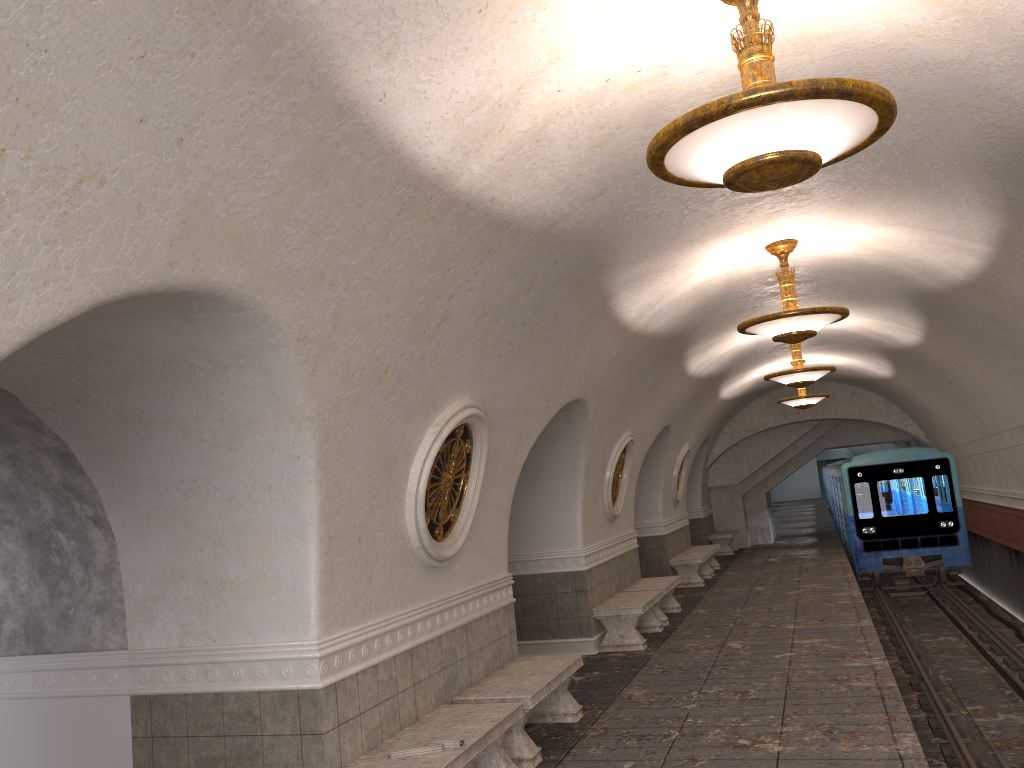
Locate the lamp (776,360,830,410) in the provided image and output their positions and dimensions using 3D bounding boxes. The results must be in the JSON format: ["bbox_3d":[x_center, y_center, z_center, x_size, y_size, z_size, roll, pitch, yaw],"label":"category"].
[{"bbox_3d":[5.675,0.032,17.406,1.008,0.955,1.008,-2,-8,-26],"label":"lamp"}]

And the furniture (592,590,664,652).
[{"bbox_3d":[1.497,2.955,11.121,0.613,0.508,1.509,-8,-8,18],"label":"furniture"}]

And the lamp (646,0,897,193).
[{"bbox_3d":[1.041,-1.278,3.742,1.008,0.955,1.008,-6,-7,2],"label":"lamp"}]

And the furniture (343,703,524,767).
[{"bbox_3d":[-0.429,2.411,5.442,0.613,0.508,1.509,-8,-8,18],"label":"furniture"}]

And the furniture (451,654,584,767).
[{"bbox_3d":[0.109,2.563,7.028,0.613,0.508,1.509,-8,-8,18],"label":"furniture"}]

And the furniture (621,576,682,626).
[{"bbox_3d":[2.035,3.108,12.707,0.613,0.508,1.509,-8,-8,18],"label":"furniture"}]

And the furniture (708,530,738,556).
[{"bbox_3d":[5.421,4.065,22.688,0.613,0.508,1.509,-8,-8,18],"label":"furniture"}]

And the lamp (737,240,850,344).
[{"bbox_3d":[2.586,-0.841,8.297,1.008,0.955,1.008,-11,-9,34],"label":"lamp"}]

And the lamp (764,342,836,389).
[{"bbox_3d":[4.130,-0.405,12.851,1.008,0.955,1.008,-11,-9,34],"label":"lamp"}]

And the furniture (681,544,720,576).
[{"bbox_3d":[3.942,3.647,18.330,0.613,0.508,1.509,-8,-8,18],"label":"furniture"}]

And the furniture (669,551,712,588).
[{"bbox_3d":[3.405,3.495,16.744,0.613,0.508,1.509,-8,-8,18],"label":"furniture"}]
